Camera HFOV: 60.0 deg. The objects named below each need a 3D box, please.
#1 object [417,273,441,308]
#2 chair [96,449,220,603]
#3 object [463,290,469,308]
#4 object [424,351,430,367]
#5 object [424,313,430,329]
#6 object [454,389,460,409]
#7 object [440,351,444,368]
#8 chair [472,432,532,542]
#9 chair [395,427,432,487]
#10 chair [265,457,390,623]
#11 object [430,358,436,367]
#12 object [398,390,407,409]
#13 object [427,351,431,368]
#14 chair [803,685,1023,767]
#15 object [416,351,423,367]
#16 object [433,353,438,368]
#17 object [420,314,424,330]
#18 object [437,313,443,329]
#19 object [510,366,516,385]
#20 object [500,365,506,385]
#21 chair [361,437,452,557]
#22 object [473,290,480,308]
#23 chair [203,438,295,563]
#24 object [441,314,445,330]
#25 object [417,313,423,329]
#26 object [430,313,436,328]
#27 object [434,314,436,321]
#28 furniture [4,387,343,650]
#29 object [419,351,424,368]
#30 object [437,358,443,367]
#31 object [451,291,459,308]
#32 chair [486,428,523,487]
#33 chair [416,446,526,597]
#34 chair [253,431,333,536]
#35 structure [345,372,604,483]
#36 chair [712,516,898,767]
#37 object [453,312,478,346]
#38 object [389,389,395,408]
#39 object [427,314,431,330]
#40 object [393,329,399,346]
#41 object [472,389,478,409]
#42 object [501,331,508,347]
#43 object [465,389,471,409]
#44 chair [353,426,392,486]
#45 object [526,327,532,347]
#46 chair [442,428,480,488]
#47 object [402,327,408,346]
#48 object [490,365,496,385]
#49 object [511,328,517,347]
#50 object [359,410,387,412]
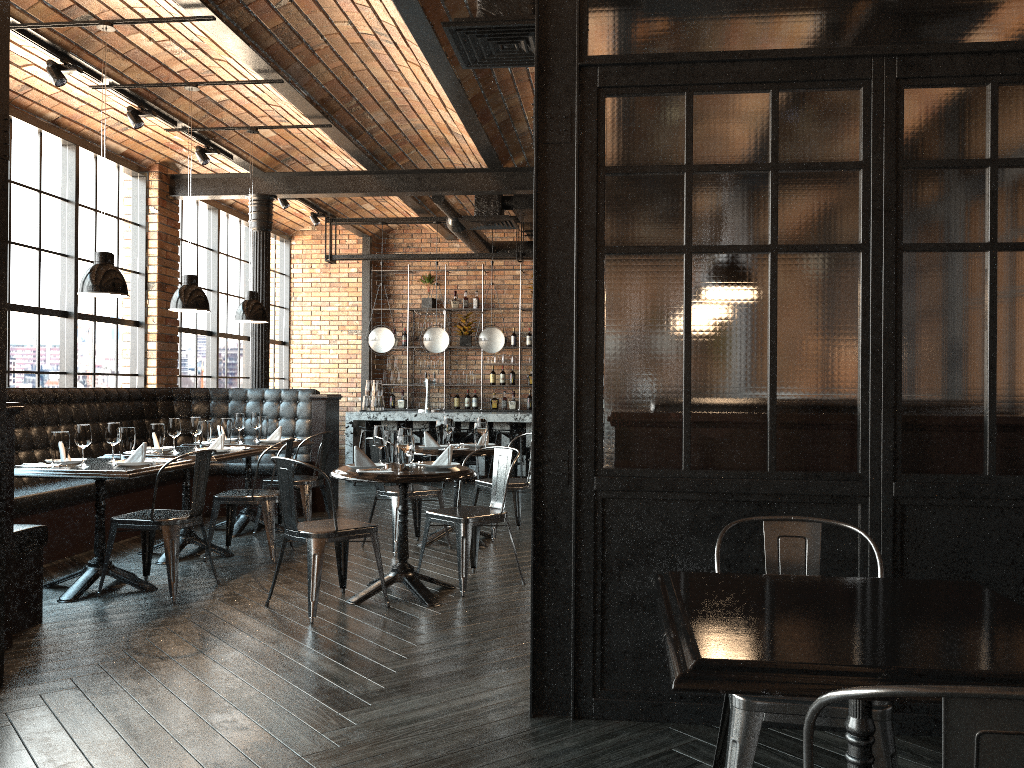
[{"bbox_3d":[-1.261,-1.409,13.475,0.377,0.554,0.422,0,0,-6],"label":"object"},{"bbox_3d":[-2.099,0.817,5.343,0.558,0.857,0.504,0,0,12],"label":"chair"},{"bbox_3d":[-0.700,-1.270,13.383,0.083,0.282,0.083,0,0,-8],"label":"object"},{"bbox_3d":[-1.286,-0.373,13.356,0.092,0.244,0.092,0,0,12],"label":"object"},{"bbox_3d":[-1.281,-0.946,13.357,0.092,0.244,0.092,0,0,12],"label":"object"},{"bbox_3d":[-0.827,0.229,13.399,0.086,0.299,0.086,1,0,-35],"label":"object"},{"bbox_3d":[-1.065,-0.371,13.496,0.092,0.244,0.092,0,0,12],"label":"object"},{"bbox_3d":[-0.021,0.839,7.432,0.558,0.857,0.504,1,0,-28],"label":"chair"},{"bbox_3d":[-1.173,0.899,11.128,0.475,0.737,0.414,0,0,12],"label":"chair"},{"bbox_3d":[-1.047,0.825,4.974,0.558,0.857,0.504,1,0,-43],"label":"chair"},{"bbox_3d":[-1.187,-0.372,13.344,0.092,0.244,0.092,0,0,12],"label":"object"},{"bbox_3d":[-1.661,0.232,13.475,0.123,0.279,0.123,0,0,20],"label":"object"},{"bbox_3d":[-1.267,-0.373,13.520,0.092,0.244,0.092,0,0,12],"label":"object"},{"bbox_3d":[0.689,0.829,1.438,0.504,0.857,0.558,0,0,7],"label":"chair"},{"bbox_3d":[-1.395,-0.374,13.368,0.092,0.244,0.092,0,0,12],"label":"object"},{"bbox_3d":[-1.168,-0.372,13.508,0.092,0.244,0.092,0,0,12],"label":"object"},{"bbox_3d":[-1.371,-0.946,13.534,0.092,0.244,0.092,0,0,12],"label":"object"},{"bbox_3d":[-1.080,-0.945,13.334,0.092,0.244,0.092,0,0,12],"label":"object"},{"bbox_3d":[0.009,-0.129,13.300,0.086,0.297,0.086,1,0,-35],"label":"object"},{"bbox_3d":[-0.138,-0.130,13.346,0.086,0.298,0.086,1,0,-35],"label":"object"},{"bbox_3d":[-0.822,0.831,6.795,0.558,0.857,0.504,1,0,-38],"label":"chair"},{"bbox_3d":[-0.535,-1.269,13.364,0.083,0.282,0.083,0,0,22],"label":"object"},{"bbox_3d":[-1.877,0.822,6.444,0.558,0.857,0.504,0,0,2],"label":"chair"},{"bbox_3d":[-1.061,-0.944,13.498,0.092,0.244,0.092,0,0,12],"label":"object"},{"bbox_3d":[-1.390,-0.947,13.370,0.092,0.244,0.092,0,0,12],"label":"object"},{"bbox_3d":[-1.183,-0.945,13.346,0.092,0.244,0.092,0,0,12],"label":"object"},{"bbox_3d":[-1.164,-0.945,13.510,0.092,0.244,0.092,0,0,12],"label":"object"},{"bbox_3d":[-3.044,0.636,6.552,1.979,1.212,5.451,0,0,7],"label":"furniture"},{"bbox_3d":[-1.376,-0.373,13.532,0.092,0.244,0.092,0,0,12],"label":"object"},{"bbox_3d":[-1.084,-0.372,13.333,0.092,0.244,0.092,0,0,12],"label":"object"},{"bbox_3d":[-0.856,-1.269,13.403,0.123,0.279,0.123,0,0,-5],"label":"object"},{"bbox_3d":[-0.037,0.908,10.997,0.475,0.737,0.414,0,0,17],"label":"chair"},{"bbox_3d":[-0.251,0.833,5.608,0.558,0.857,0.504,1,0,-43],"label":"chair"},{"bbox_3d":[-1.815,0.825,7.487,0.558,0.857,0.504,0,0,12],"label":"chair"},{"bbox_3d":[0.630,0.571,12.037,5.346,1.430,1.930,0,0,7],"label":"structure"},{"bbox_3d":[0.805,0.833,2.464,0.504,0.857,0.558,0,0,12],"label":"chair"},{"bbox_3d":[-0.684,-0.817,13.352,0.430,0.526,0.425,0,0,19],"label":"object"},{"bbox_3d":[-1.818,0.221,13.482,0.086,0.297,0.086,0,0,40],"label":"object"},{"bbox_3d":[-1.262,-0.946,13.521,0.092,0.244,0.092,0,0,12],"label":"object"},{"bbox_3d":[-1.788,-0.703,13.493,0.123,0.279,0.123,0,0,-4],"label":"object"},{"bbox_3d":[-0.552,0.230,13.369,0.086,0.298,0.086,1,0,-35],"label":"object"},{"bbox_3d":[-0.143,-0.675,13.316,0.151,0.248,0.094,0,0,10],"label":"object"},{"bbox_3d":[-0.668,0.229,13.406,0.086,0.298,0.086,1,0,-35],"label":"object"},{"bbox_3d":[-1.741,0.895,11.194,0.475,0.737,0.414,0,0,-3],"label":"chair"},{"bbox_3d":[0.261,-0.698,13.278,0.086,0.298,0.086,1,0,-35],"label":"object"},{"bbox_3d":[-0.614,0.904,11.064,0.475,0.737,0.414,0,0,2],"label":"chair"},{"bbox_3d":[-1.632,-0.713,13.492,0.086,0.299,0.086,1,0,-35],"label":"object"},{"bbox_3d":[-0.286,-0.130,13.337,0.086,0.299,0.086,1,0,-35],"label":"object"},{"bbox_3d":[0.029,-0.698,13.311,0.086,0.298,0.086,1,0,-35],"label":"object"},{"bbox_3d":[-1.840,0.356,11.792,0.273,0.019,0.437,0,0,7],"label":"object"}]
